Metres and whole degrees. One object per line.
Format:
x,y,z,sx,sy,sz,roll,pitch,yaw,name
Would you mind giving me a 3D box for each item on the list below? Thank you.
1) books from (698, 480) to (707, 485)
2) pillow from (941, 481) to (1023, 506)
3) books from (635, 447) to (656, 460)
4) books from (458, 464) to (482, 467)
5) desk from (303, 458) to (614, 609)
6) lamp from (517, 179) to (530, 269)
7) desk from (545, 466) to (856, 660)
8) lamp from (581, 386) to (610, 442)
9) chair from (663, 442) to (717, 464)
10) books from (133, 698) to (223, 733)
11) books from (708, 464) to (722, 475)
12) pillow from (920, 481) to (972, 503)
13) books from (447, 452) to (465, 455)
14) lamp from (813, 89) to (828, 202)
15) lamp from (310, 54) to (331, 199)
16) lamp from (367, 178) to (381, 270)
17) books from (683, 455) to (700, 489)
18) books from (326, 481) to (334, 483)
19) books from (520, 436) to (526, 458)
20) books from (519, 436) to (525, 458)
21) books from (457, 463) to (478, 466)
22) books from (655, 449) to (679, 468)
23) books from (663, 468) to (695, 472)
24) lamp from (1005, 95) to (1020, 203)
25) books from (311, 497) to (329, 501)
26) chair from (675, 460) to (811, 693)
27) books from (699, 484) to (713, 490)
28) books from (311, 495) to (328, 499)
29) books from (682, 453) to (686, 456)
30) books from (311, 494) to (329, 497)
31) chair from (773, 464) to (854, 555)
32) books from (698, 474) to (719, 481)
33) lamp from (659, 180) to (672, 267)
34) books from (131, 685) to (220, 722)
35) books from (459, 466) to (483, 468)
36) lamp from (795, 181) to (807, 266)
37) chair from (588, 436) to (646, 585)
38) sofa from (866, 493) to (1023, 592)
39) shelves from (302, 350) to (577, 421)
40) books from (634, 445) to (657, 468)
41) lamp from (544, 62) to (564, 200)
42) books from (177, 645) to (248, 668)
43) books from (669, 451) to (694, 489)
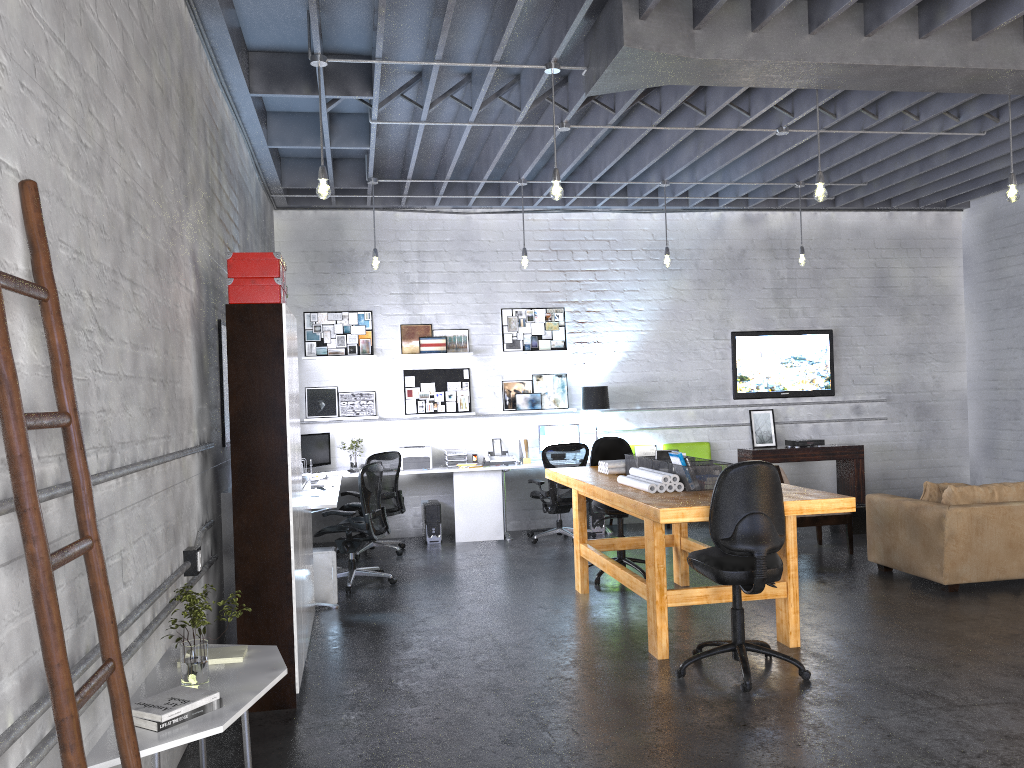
1.229,0.605,5.529,0.141,0.021,0.203,-2,-1,-9,books
3.568,0.940,6.749,0.704,0.402,0.291,-2,0,-10,pillow
0.999,0.567,6.529,0.158,0.200,0.082,-2,0,-10,books
-0.455,0.880,9.552,0.211,0.014,0.148,-1,-1,-35,books
-0.448,1.277,8.387,3.574,0.785,3.299,-2,-1,-10,desk
0.114,-1.583,8.801,0.104,0.878,0.104,-2,0,-10,lamp
1.087,1.123,6.111,1.115,0.926,2.832,-2,-1,-10,desk
0.954,0.443,10.078,0.333,0.832,0.333,-2,0,41,lamp
2.117,1.147,10.251,0.611,0.920,0.516,-2,0,-10,chair
-1.112,1.069,2.908,0.185,0.031,0.250,-2,-1,32,books
1.366,0.621,6.421,0.244,0.067,0.298,-2,-1,0,books
3.394,0.948,6.933,0.523,0.403,0.319,-2,0,10,pillow
-0.629,0.772,9.854,0.134,0.008,0.203,-2,-1,-27,books
2.101,-1.690,6.078,0.104,0.878,0.104,-2,0,-10,lamp
-1.183,-1.584,5.497,0.104,0.878,0.104,-2,0,-10,lamp
-1.328,-1.537,8.546,0.104,0.878,0.104,-2,0,-10,lamp
1.085,0.544,5.478,0.097,0.209,0.157,-2,0,-10,books
-1.739,0.927,8.388,0.112,0.002,0.065,-1,-1,-33,books
0.123,0.736,9.959,0.043,0.296,0.210,-2,0,-10,books
0.115,0.737,9.953,0.036,0.296,0.210,-2,0,-10,books
-0.480,0.866,9.544,0.211,0.014,0.148,-2,-1,5,books
1.045,0.551,5.990,0.158,0.214,0.063,-2,0,-10,books
1.112,0.564,5.821,0.232,0.027,0.185,-1,-1,-38,books
3.565,-1.737,6.337,0.104,0.878,0.104,-2,0,34,lamp
-1.567,0.897,6.946,0.213,0.012,0.158,-2,-1,15,books
1.183,0.982,4.804,0.659,1.165,0.687,-2,0,-12,chair
1.227,0.630,5.528,0.155,0.029,0.226,-2,-1,-10,books
-1.570,0.886,6.948,0.209,0.012,0.158,-2,-1,13,books
1.108,0.562,6.032,0.143,0.188,0.061,-2,0,-10,books
-1.567,0.875,6.952,0.212,0.010,0.170,-2,-1,16,books
2.670,1.139,8.239,0.725,0.842,0.575,-2,0,-10,chair
1.225,0.584,5.524,0.127,0.022,0.181,-2,-1,-15,books
1.573,-1.630,9.060,0.104,0.878,0.104,-2,0,-10,lamp
-1.112,1.043,2.897,0.185,0.022,0.234,-2,-1,28,books
-0.440,0.894,9.566,0.148,0.014,0.211,-3,-1,44,books
3.037,-1.677,9.319,0.104,0.878,0.104,-2,0,34,lamp
0.923,1.026,7.363,0.659,1.165,0.687,-2,0,-12,chair
4.173,1.179,7.102,2.330,0.628,1.104,-2,-1,-10,sofa
-0.780,0.009,9.905,3.023,0.694,0.199,-2,0,-10,shelves
0.996,0.561,6.560,0.171,0.210,0.046,-2,0,-10,books
0.276,-1.631,5.755,0.104,0.878,0.104,-2,0,-10,lamp
-1.192,1.086,3.542,0.248,0.021,0.176,-2,-1,-11,books
1.050,0.533,5.486,0.108,0.234,0.166,-2,0,-10,books
